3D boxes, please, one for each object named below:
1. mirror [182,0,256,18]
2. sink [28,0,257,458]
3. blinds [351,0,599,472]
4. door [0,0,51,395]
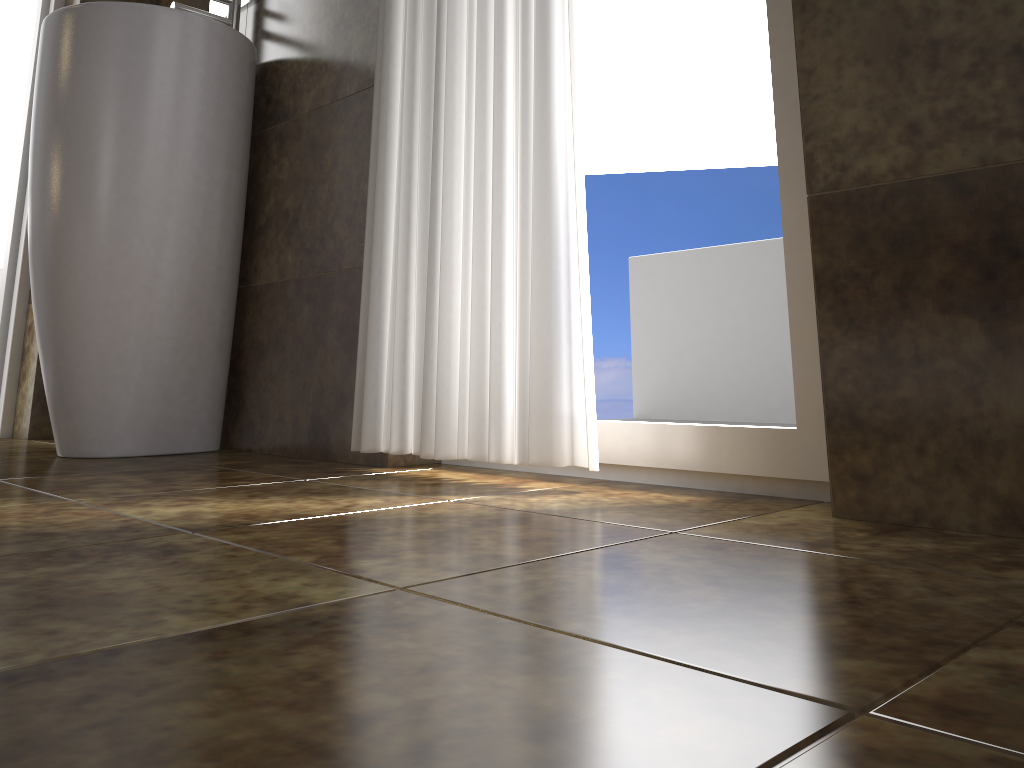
[{"bbox_3d":[-0.667,-1.499,2.284,0.754,1.126,0.008,-8,-14,43],"label":"mirror"},{"bbox_3d":[-0.826,-0.429,1.898,0.430,1.173,0.448,10,-14,-41],"label":"sink"},{"bbox_3d":[-0.084,-1.026,1.562,0.507,2.339,0.066,-11,-16,43],"label":"blinds"},{"bbox_3d":[-1.796,-0.968,2.856,0.948,2.300,0.039,-7,-14,33],"label":"door"}]
